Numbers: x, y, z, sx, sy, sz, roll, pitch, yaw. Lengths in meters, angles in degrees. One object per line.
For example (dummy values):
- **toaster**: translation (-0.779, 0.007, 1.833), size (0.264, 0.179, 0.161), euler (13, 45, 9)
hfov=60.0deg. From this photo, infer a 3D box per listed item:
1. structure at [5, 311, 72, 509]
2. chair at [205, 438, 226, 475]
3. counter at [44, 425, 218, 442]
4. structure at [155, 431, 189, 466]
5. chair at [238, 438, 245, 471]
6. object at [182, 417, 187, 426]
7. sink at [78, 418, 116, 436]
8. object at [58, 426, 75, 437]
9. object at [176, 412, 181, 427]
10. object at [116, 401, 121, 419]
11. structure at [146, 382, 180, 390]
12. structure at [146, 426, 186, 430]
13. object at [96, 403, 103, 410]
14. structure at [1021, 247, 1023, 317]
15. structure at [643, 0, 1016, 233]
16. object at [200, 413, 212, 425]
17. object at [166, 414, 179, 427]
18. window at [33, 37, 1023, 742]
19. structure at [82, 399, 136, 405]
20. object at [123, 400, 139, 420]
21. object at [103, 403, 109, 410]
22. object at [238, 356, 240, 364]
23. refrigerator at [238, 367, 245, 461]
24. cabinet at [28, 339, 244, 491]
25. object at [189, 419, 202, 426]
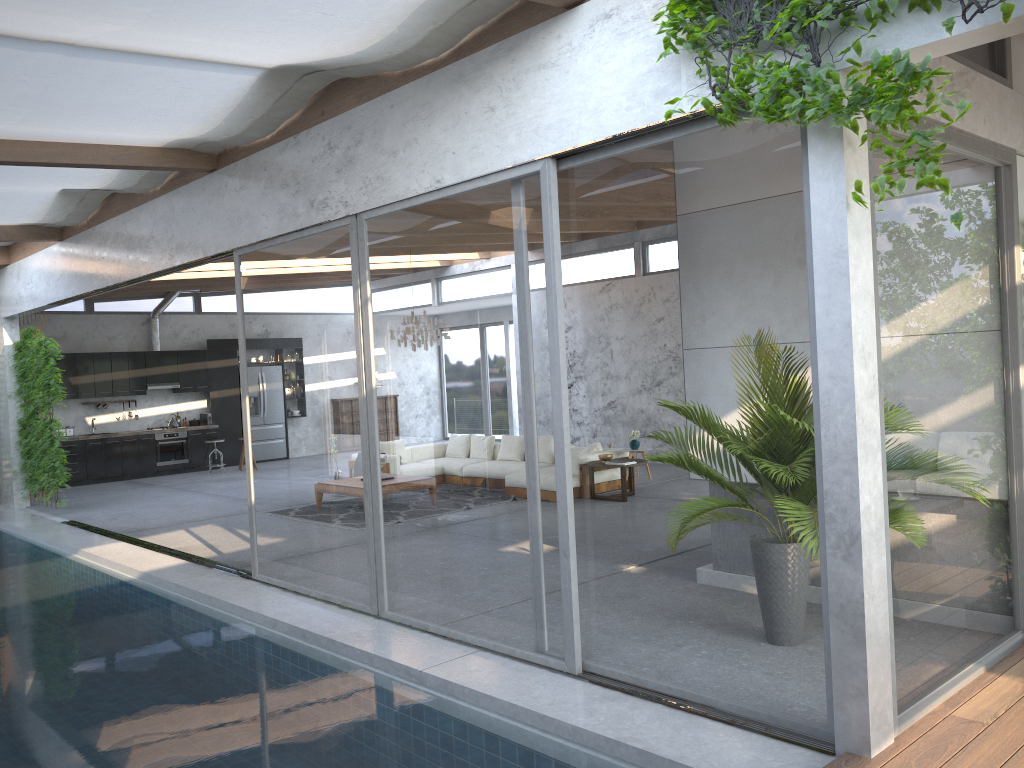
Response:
- **structure**: translation (-5.910, 0.389, 8.689), size (2.739, 2.687, 10.282), euler (-3, 1, -26)
- **chair**: translation (-5.391, 1.315, 16.139), size (0.354, 0.635, 0.354), euler (-3, 1, -9)
- **counter**: translation (-7.192, 0.913, 15.846), size (3.805, 0.061, 0.607), euler (-4, 1, -43)
- **structure**: translation (-6.435, 1.189, 16.516), size (0.587, 0.588, 0.584), euler (-4, 1, -43)
- **chair**: translation (-4.932, 1.302, 16.550), size (0.341, 0.594, 0.341), euler (-3, 1, -23)
- **object**: translation (-6.285, 0.722, 17.033), size (0.080, 0.183, 0.039), euler (-4, 1, -30)
- **sink**: translation (-7.342, 0.862, 15.711), size (0.526, 0.514, 0.514), euler (-4, 1, -43)
- **object**: translation (-7.873, 0.824, 15.504), size (0.405, 0.200, 0.147), euler (-4, 1, -41)
- **object**: translation (-6.363, 0.679, 16.935), size (0.082, 0.282, 0.089), euler (-2, 1, 43)
- **object**: translation (-7.194, 0.478, 16.191), size (0.071, 0.325, 0.066), euler (-4, 1, -43)
- **structure**: translation (-6.582, 0.038, 16.591), size (0.599, 0.104, 0.368), euler (-4, 1, -43)
- **structure**: translation (-6.468, 0.818, 16.524), size (0.605, 0.031, 0.496), euler (-4, 1, -43)
- **object**: translation (-7.431, 0.401, 15.967), size (0.117, 0.139, 0.093), euler (-4, 1, -41)
- **structure**: translation (3.518, -0.051, 5.371), size (1.851, 2.669, 0.500), euler (-4, 1, -42)
- **structure**: translation (1.108, -1.516, 3.176), size (1.822, 2.054, 0.918), euler (-2, 1, 44)
- **object**: translation (-5.921, 0.680, 17.155), size (0.088, 0.226, 0.351), euler (-4, 1, -43)
- **object**: translation (-6.341, 0.678, 16.576), size (0.222, 0.235, 0.222), euler (-2, 1, 37)
- **window**: translation (-1.874, -0.331, 11.198), size (14.294, 3.764, 23.280), euler (-4, 1, -43)
- **structure**: translation (-7.300, 0.331, 16.110), size (0.932, 0.046, 0.081), euler (-4, 1, -43)
- **object**: translation (-7.016, 0.488, 16.312), size (0.282, 0.380, 0.070), euler (-4, 1, -42)
- **object**: translation (-7.345, 0.396, 16.036), size (0.117, 0.139, 0.093), euler (-3, 1, -26)
- **object**: translation (-5.386, -0.494, 17.767), size (0.208, 0.174, 0.186), euler (-3, 1, -2)
- **refrigerator**: translation (-5.241, 0.609, 18.158), size (0.943, 1.916, 0.852), euler (-4, 1, -43)
- **cabinet**: translation (-6.466, 0.430, 16.565), size (5.901, 2.502, 0.709), euler (-4, 1, -44)
- **object**: translation (-6.102, 0.734, 17.052), size (0.247, 0.141, 0.209), euler (-4, 1, -44)
